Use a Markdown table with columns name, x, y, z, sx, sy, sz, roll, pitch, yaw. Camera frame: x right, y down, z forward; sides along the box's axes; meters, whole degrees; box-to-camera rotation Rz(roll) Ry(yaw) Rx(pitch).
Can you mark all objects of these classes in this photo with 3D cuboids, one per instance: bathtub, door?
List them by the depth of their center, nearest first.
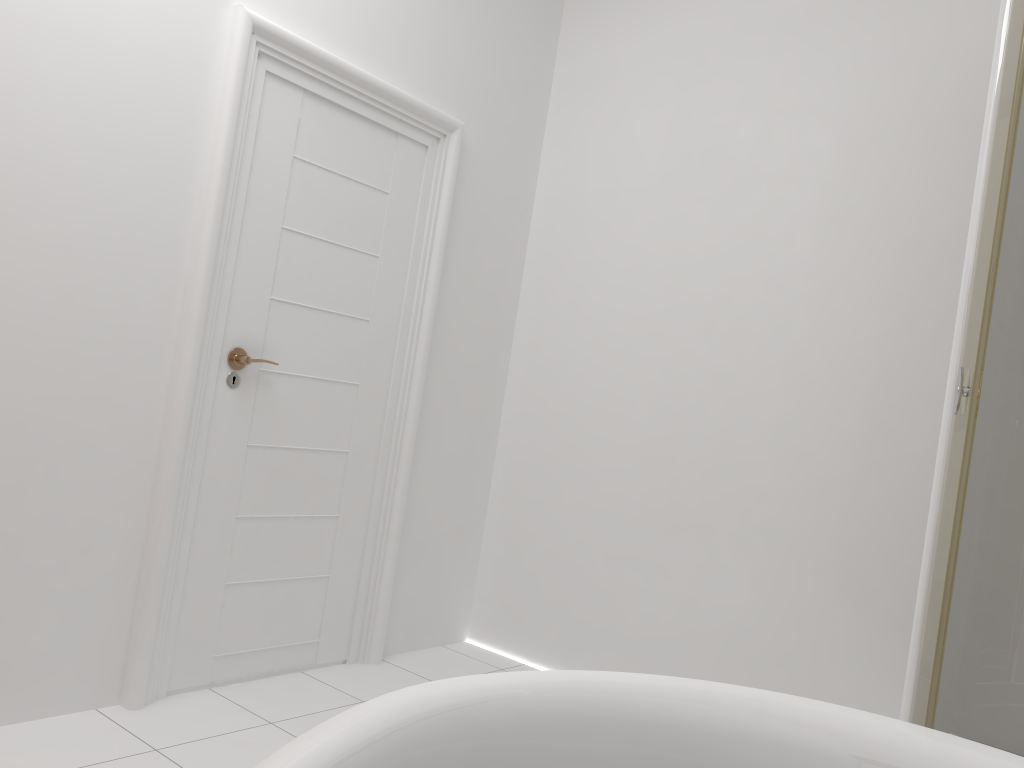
| name | x | y | z | sx | sy | sz | roll | pitch | yaw |
| --- | --- | --- | --- | --- | --- | --- | --- | --- | --- |
| bathtub | -0.038 | 0.629 | 0.241 | 1.055 | 0.674 | 1.863 | 8 | -2 | 38 |
| door | -0.598 | -0.028 | 2.702 | 0.068 | 1.885 | 0.915 | 8 | -2 | 38 |

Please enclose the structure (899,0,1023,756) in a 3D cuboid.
| name | x | y | z | sx | sy | sz | roll | pitch | yaw |
| --- | --- | --- | --- | --- | --- | --- | --- | --- | --- |
| structure | 1.333 | 0.068 | 1.804 | 0.932 | 2.234 | 0.933 | 8 | -2 | 38 |
